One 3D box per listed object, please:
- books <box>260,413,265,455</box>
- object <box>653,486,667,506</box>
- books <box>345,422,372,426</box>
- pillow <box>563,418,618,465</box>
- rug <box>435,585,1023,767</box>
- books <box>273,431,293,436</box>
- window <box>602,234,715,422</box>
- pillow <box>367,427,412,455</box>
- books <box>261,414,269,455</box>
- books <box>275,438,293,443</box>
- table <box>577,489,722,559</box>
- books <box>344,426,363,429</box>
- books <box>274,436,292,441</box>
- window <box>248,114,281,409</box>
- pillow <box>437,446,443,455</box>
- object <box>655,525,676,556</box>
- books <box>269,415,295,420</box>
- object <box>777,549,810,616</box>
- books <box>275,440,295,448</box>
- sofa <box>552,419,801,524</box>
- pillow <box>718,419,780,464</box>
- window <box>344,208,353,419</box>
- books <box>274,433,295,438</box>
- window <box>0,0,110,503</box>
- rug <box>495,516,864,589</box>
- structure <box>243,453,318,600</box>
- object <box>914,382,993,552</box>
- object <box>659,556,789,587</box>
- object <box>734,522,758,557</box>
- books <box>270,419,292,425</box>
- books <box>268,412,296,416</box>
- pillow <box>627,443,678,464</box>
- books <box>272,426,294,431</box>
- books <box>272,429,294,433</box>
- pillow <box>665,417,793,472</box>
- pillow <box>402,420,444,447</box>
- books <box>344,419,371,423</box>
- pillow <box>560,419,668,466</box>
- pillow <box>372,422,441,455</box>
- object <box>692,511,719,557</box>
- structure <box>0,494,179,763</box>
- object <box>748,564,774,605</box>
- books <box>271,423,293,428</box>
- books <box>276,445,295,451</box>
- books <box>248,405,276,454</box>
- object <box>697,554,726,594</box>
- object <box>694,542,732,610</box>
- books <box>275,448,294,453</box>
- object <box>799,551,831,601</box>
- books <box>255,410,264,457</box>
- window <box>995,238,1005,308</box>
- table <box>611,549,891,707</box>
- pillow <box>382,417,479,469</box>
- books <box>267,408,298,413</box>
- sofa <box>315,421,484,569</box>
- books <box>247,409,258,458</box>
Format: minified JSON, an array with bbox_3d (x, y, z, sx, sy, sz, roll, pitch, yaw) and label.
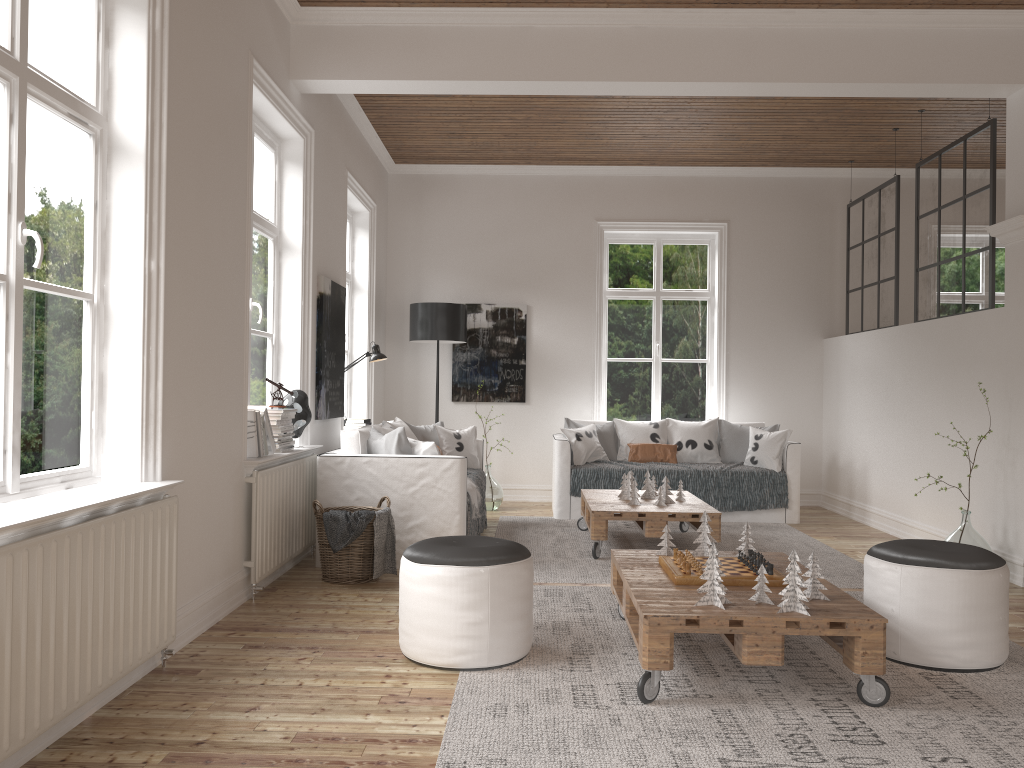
[{"bbox_3d":[-1.328,0.252,4.440,0.161,0.218,0.101,1,0,1],"label":"books"},{"bbox_3d":[0.940,0.709,5.637,0.068,0.124,0.072,1,0,-14],"label":"object"},{"bbox_3d":[-1.250,0.320,7.086,0.212,0.023,0.258,1,0,1],"label":"books"},{"bbox_3d":[0.664,0.499,7.506,0.541,0.431,0.282,1,-1,-25],"label":"pillow"},{"bbox_3d":[0.944,1.052,3.371,2.254,0.003,2.474,1,0,1],"label":"rug"},{"bbox_3d":[-1.315,0.269,4.851,0.159,0.012,0.285,1,0,1],"label":"books"},{"bbox_3d":[1.372,-0.476,8.343,1.055,1.872,0.120,1,0,1],"label":"window"},{"bbox_3d":[-0.748,0.461,5.344,0.282,0.431,0.541,1,-1,-25],"label":"pillow"},{"bbox_3d":[-1.322,0.255,4.479,0.161,0.213,0.118,1,0,1],"label":"books"},{"bbox_3d":[-1.316,0.310,4.866,0.161,0.013,0.254,1,0,1],"label":"books"},{"bbox_3d":[0.874,0.923,5.919,0.821,0.300,1.189,1,0,1],"label":"table"},{"bbox_3d":[-1.242,0.343,7.077,0.191,0.023,0.242,1,0,-1],"label":"books"},{"bbox_3d":[-1.331,0.296,4.849,0.182,0.016,0.288,1,0,1],"label":"books"},{"bbox_3d":[-1.413,-0.545,4.823,0.120,1.872,1.055,1,0,1],"label":"window"},{"bbox_3d":[-0.559,0.537,6.432,0.117,0.235,0.414,1,0,1],"label":"pillow"},{"bbox_3d":[0.679,0.685,3.905,0.079,0.137,0.075,1,-1,-40],"label":"object"},{"bbox_3d":[-1.313,0.180,4.858,0.174,0.021,0.273,1,0,1],"label":"books"},{"bbox_3d":[0.930,0.645,2.927,0.107,0.208,0.106,1,0,17],"label":"object"},{"bbox_3d":[-1.316,0.328,4.853,0.176,0.025,0.331,1,0,1],"label":"books"},{"bbox_3d":[1.324,0.704,7.441,1.960,0.776,0.866,1,0,1],"label":"sofa"},{"bbox_3d":[1.975,0.520,7.442,0.546,0.437,0.292,0,-1,35],"label":"pillow"},{"bbox_3d":[-1.364,-0.526,6.990,0.120,1.872,1.055,1,0,1],"label":"window"},{"bbox_3d":[-1.306,0.282,4.872,0.161,0.013,0.256,1,0,1],"label":"books"},{"bbox_3d":[-1.462,-0.563,2.655,0.120,1.872,1.055,1,0,1],"label":"window"},{"bbox_3d":[1.001,1.074,5.920,2.254,0.003,2.474,1,0,1],"label":"rug"},{"bbox_3d":[-1.220,0.828,4.806,0.095,0.829,1.223,1,0,1],"label":"structure"},{"bbox_3d":[2.451,0.541,4.917,0.515,1.117,0.275,1,-1,-32],"label":"object"},{"bbox_3d":[0.824,0.738,3.504,0.429,0.036,0.429,1,0,1],"label":"object"},{"bbox_3d":[1.023,0.678,3.864,0.082,0.160,0.082,1,0,-10],"label":"object"},{"bbox_3d":[-1.330,0.203,4.837,0.180,0.028,0.296,1,0,1],"label":"books"},{"bbox_3d":[-1.312,0.161,4.856,0.182,0.016,0.288,1,0,1],"label":"books"},{"bbox_3d":[1.167,0.583,7.348,0.420,0.179,0.127,1,0,3],"label":"pillow"},{"bbox_3d":[-1.316,0.242,4.869,0.167,0.017,0.263,1,0,1],"label":"books"},{"bbox_3d":[-1.308,0.257,4.862,0.161,0.012,0.254,1,0,1],"label":"books"},{"bbox_3d":[1.788,0.506,7.370,1.081,0.450,0.403,1,-1,25],"label":"pillow"},{"bbox_3d":[-0.685,0.476,6.655,0.292,0.437,0.546,0,-1,35],"label":"pillow"},{"bbox_3d":[-1.247,0.295,7.077,0.190,0.028,0.239,1,0,3],"label":"books"},{"bbox_3d":[0.853,0.501,7.418,1.020,0.414,0.417,1,0,-17],"label":"pillow"},{"bbox_3d":[-0.661,0.464,5.533,0.417,0.414,1.020,1,0,-17],"label":"pillow"},{"bbox_3d":[0.848,0.654,3.893,0.118,0.204,0.111,1,-1,25],"label":"object"},{"bbox_3d":[-1.269,0.809,2.634,0.095,0.829,1.223,1,0,1],"label":"structure"},{"bbox_3d":[0.858,0.683,3.042,0.076,0.132,0.072,1,0,2],"label":"object"},{"bbox_3d":[-1.330,0.225,4.861,0.182,0.016,0.288,1,0,1],"label":"books"},{"bbox_3d":[-1.307,0.348,4.850,0.159,0.012,0.285,1,0,1],"label":"books"},{"bbox_3d":[-1.324,0.235,4.547,0.176,0.255,0.226,1,0,1],"label":"books"},{"bbox_3d":[0.720,0.678,3.192,0.082,0.141,0.077,1,0,-17],"label":"object"},{"bbox_3d":[0.681,0.640,2.999,0.109,0.213,0.108,1,-1,26],"label":"object"},{"bbox_3d":[-1.310,0.361,4.866,0.161,0.012,0.254,1,0,1],"label":"books"},{"bbox_3d":[1.058,0.669,3.114,0.085,0.166,0.085,1,0,-13],"label":"object"},{"bbox_3d":[-1.323,0.243,4.379,0.172,0.235,0.112,1,0,1],"label":"books"},{"bbox_3d":[4.435,-0.434,8.274,1.055,1.872,0.120,1,0,1],"label":"window"},{"bbox_3d":[0.829,0.902,3.431,0.821,0.300,1.189,1,0,1],"label":"table"},{"bbox_3d":[-0.613,0.465,6.468,0.403,0.450,1.081,1,-1,25],"label":"pillow"},{"bbox_3d":[-1.301,0.145,4.850,0.182,0.016,0.288,1,0,1],"label":"books"},{"bbox_3d":[-0.667,0.664,5.986,0.866,0.776,1.960,1,0,1],"label":"sofa"},{"bbox_3d":[-1.335,0.240,4.336,0.172,0.239,0.093,1,0,1],"label":"books"}]
